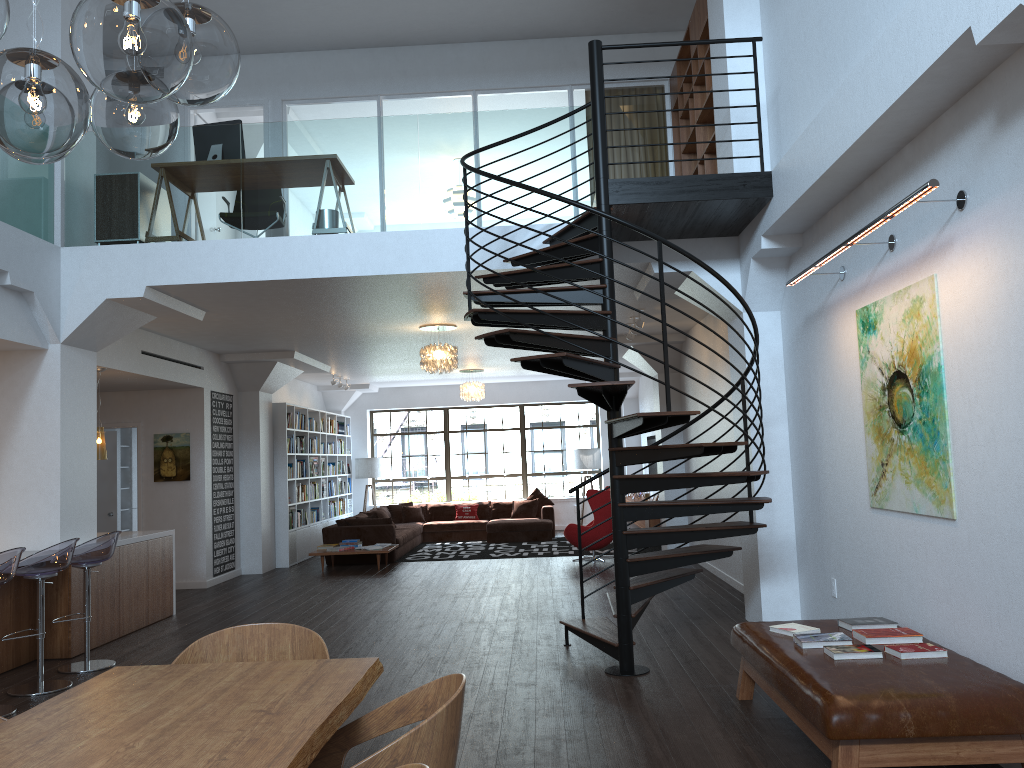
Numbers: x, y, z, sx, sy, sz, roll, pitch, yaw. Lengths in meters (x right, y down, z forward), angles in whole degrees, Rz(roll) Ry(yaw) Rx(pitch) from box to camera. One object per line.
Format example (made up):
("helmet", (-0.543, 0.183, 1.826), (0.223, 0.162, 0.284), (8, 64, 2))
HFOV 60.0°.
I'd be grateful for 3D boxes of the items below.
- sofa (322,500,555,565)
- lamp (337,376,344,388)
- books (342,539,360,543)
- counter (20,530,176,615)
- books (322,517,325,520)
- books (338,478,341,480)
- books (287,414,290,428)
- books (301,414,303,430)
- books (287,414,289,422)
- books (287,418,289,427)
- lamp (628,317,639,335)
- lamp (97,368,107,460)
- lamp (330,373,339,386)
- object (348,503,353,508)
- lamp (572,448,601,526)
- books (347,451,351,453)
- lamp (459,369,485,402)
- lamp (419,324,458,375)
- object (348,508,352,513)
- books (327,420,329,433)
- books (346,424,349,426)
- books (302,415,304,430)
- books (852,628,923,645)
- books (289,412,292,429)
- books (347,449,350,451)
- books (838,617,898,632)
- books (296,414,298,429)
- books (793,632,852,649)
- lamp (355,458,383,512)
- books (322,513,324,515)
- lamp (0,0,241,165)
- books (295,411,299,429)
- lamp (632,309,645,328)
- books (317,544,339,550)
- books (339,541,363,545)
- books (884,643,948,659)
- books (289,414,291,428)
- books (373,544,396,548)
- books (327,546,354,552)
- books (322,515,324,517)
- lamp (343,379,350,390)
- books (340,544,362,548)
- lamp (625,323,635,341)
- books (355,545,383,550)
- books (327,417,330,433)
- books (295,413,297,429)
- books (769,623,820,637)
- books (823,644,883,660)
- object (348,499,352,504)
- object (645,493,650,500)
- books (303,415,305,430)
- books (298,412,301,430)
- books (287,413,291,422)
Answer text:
("sofa", (-0.995, 2.427, 15.027), (3.481, 0.664, 4.197), (-3, -5, 2))
("lamp", (-2.979, -0.031, 15.392), (0.120, 0.211, 0.111), (2, -6, -39))
("books", (-2.324, 2.270, 12.818), (0.224, 0.027, 0.157), (-3, -5, 7))
("counter", (-3.113, 1.580, 5.175), (3.039, 0.860, 8.182), (0, -5, -28))
("books", (-3.376, 2.317, 15.273), (0.284, 0.035, 0.197), (-3, -5, 2))
("books", (-3.311, 1.767, 16.481), (0.224, 0.030, 0.161), (-3, -5, 12))
("books", (-3.435, 0.569, 13.382), (0.161, 0.218, 0.101), (-3, -5, 2))
("books", (-3.409, 0.609, 14.039), (0.182, 0.253, 0.098), (-3, -5, 2))
("books", (-3.440, 0.558, 13.227), (0.182, 0.215, 0.188), (-3, -5, 2))
("books", (-3.446, 0.569, 13.317), (0.167, 0.210, 0.162), (-3, -5, 2))
("lamp", (1.395, -0.661, 10.103), (0.120, 0.211, 0.111), (2, -6, -39))
("lamp", (-4.071, 0.296, 8.745), (0.149, 0.900, 0.149), (2, -7, -43))
("lamp", (-2.995, -0.073, 14.888), (0.111, 0.211, 0.120), (-6, -6, 36))
("object", (-3.297, 2.375, 17.237), (0.331, 0.088, 0.410), (-3, -5, 2))
("lamp", (1.491, 2.060, 17.320), (0.545, 1.579, 0.545), (-3, -5, 13))
("books", (-3.326, 1.329, 17.326), (0.284, 0.033, 0.197), (-4, -5, 17))
("lamp", (-0.682, 0.033, 15.238), (0.441, 0.539, 0.442), (-7, -7, 44))
("lamp", (-0.842, -0.389, 10.197), (0.441, 0.539, 0.442), (-7, -7, 44))
("object", (-3.294, 2.463, 17.229), (0.331, 0.088, 0.410), (-3, -5, 2))
("books", (-3.366, 0.764, 15.870), (0.171, 0.246, 0.057), (-3, -5, 2))
("books", (-3.299, 0.911, 17.546), (0.140, 0.231, 0.042), (-3, -5, 2))
("books", (-3.411, 0.620, 14.125), (0.174, 0.243, 0.085), (-3, -5, 2))
("books", (1.893, 1.272, 4.475), (0.283, 0.043, 0.197), (-2, -5, 1))
("books", (-3.437, 0.561, 13.492), (0.170, 0.251, 0.118), (-3, -5, 2))
("books", (-3.325, 1.296, 17.324), (0.254, 0.032, 0.174), (-6, -6, 36))
("books", (1.922, 1.300, 4.792), (0.254, 0.044, 0.183), (-2, -5, -4))
("books", (-3.424, 0.592, 13.786), (0.174, 0.242, 0.105), (-3, -5, 2))
("books", (1.555, 1.285, 4.444), (0.247, 0.040, 0.185), (-3, -5, 5))
("lamp", (-2.813, 2.257, 17.544), (0.545, 1.579, 0.545), (-2, -5, -9))
("books", (-3.383, 2.251, 15.281), (0.254, 0.032, 0.174), (-3, -5, 7))
("lamp", (-1.125, -1.594, 1.828), (0.849, 2.140, 1.787), (-2, -5, 1))
("books", (-3.428, 0.576, 13.875), (0.176, 0.293, 0.125), (-3, -5, 2))
("lamp", (1.378, -0.704, 9.586), (0.120, 0.211, 0.111), (0, -5, -24))
("books", (-2.640, 2.341, 12.760), (0.241, 0.045, 0.334), (-3, -5, 3))
("books", (-2.327, 2.301, 12.817), (0.279, 0.035, 0.191), (-3, -5, 12))
("books", (1.886, 1.249, 4.145), (0.224, 0.036, 0.161), (-2, -5, -4))
("books", (-3.432, 0.570, 13.416), (0.161, 0.222, 0.084), (-3, -5, 2))
("books", (-1.838, 2.310, 12.729), (0.256, 0.035, 0.350), (-5, -5, 27))
("books", (-2.404, 2.307, 12.411), (0.236, 0.035, 0.340), (-5, -5, 27))
("books", (-3.378, 2.283, 15.276), (0.284, 0.033, 0.197), (-1, -5, -13))
("lamp", (-2.962, 0.012, 15.909), (0.120, 0.211, 0.111), (0, -5, -24))
("books", (-2.321, 2.336, 12.810), (0.312, 0.037, 0.216), (-2, -5, -8))
("lamp", (1.411, -0.619, 10.607), (0.111, 0.211, 0.120), (-6, -6, 36))
("books", (-2.003, 2.287, 12.391), (0.342, 0.040, 0.231), (-7, -6, 41))
("books", (-3.367, 0.749, 15.954), (0.176, 0.290, 0.053), (-3, -5, 2))
("books", (-3.429, 0.584, 13.733), (0.170, 0.251, 0.118), (-3, -5, 2))
("books", (1.516, 1.320, 4.763), (0.161, 0.031, 0.223), (-1, -5, -20))
("books", (1.605, 1.262, 4.178), (0.224, 0.032, 0.161), (-3, -5, 2))
("object", (-3.308, 2.288, 17.244), (0.316, 0.088, 0.410), (-3, -5, 2))
("object", (2.404, 1.999, 15.764), (0.089, 0.110, 0.089), (2, -7, -43))
("books", (-3.409, 0.623, 14.228), (0.182, 0.255, 0.077), (-3, -5, 2))
("books", (-3.430, 0.582, 13.938), (0.197, 0.290, 0.136), (-3, -5, 2))
("books", (-3.440, 0.559, 13.448), (0.159, 0.248, 0.089), (-3, -5, 2))
